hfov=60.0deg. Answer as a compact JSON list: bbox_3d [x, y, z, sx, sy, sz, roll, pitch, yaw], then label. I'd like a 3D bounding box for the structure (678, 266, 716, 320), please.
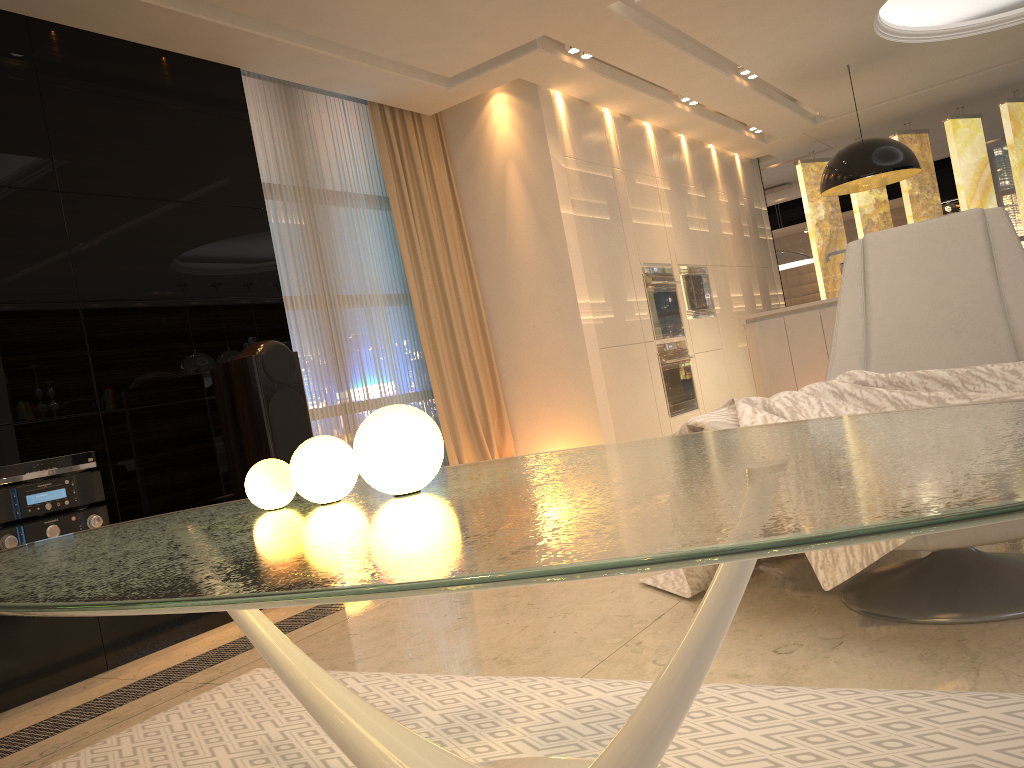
[{"bbox_3d":[1.405,-0.749,7.699,0.446,0.450,0.659,-11,0,34],"label":"structure"}]

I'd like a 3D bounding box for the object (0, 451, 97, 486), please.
[{"bbox_3d":[-1.793,0.329,3.172,0.371,0.070,0.441,-11,0,34],"label":"object"}]

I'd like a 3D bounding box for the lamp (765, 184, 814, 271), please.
[{"bbox_3d":[3.130,-1.936,11.553,1.578,0.995,0.939,-11,0,34],"label":"lamp"}]

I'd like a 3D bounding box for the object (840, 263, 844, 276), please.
[{"bbox_3d":[2.047,-0.640,5.397,0.071,0.219,0.071,-11,0,25],"label":"object"}]

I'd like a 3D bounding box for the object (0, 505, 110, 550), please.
[{"bbox_3d":[-1.729,0.552,3.154,0.419,0.130,0.446,-11,0,34],"label":"object"}]

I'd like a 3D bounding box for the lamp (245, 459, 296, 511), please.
[{"bbox_3d":[-0.429,0.179,1.581,0.090,0.091,0.090,-11,0,-6],"label":"lamp"}]

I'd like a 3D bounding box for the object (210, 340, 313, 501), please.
[{"bbox_3d":[-1.118,0.387,4.011,0.468,1.127,0.285,-11,0,34],"label":"object"}]

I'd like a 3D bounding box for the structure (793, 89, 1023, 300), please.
[{"bbox_3d":[4.100,-1.293,8.657,2.180,2.555,0.448,-11,0,34],"label":"structure"}]

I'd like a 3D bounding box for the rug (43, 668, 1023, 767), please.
[{"bbox_3d":[-0.069,0.744,1.315,2.900,0.020,1.661,-11,0,34],"label":"rug"}]

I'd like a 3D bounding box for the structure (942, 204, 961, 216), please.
[{"bbox_3d":[5.953,-2.085,11.963,0.669,0.669,0.048,-11,0,34],"label":"structure"}]

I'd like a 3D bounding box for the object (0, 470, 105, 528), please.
[{"bbox_3d":[-1.758,0.425,3.158,0.407,0.130,0.446,-11,0,34],"label":"object"}]

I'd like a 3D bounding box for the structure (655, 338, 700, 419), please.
[{"bbox_3d":[1.110,-0.018,7.083,0.595,0.597,0.609,-11,0,34],"label":"structure"}]

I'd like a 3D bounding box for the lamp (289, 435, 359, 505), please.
[{"bbox_3d":[-0.318,0.145,1.504,0.115,0.115,0.115,-10,0,-31],"label":"lamp"}]

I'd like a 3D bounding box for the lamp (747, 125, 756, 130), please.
[{"bbox_3d":[2.224,-2.417,8.211,0.107,0.127,0.107,-11,0,15],"label":"lamp"}]

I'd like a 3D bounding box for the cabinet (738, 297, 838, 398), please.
[{"bbox_3d":[2.842,-0.220,6.607,1.046,0.887,3.752,-11,0,34],"label":"cabinet"}]

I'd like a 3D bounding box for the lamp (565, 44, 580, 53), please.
[{"bbox_3d":[0.371,-2.084,5.400,0.107,0.127,0.107,-11,0,23],"label":"lamp"}]

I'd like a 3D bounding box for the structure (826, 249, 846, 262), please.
[{"bbox_3d":[2.100,-0.695,5.628,0.177,0.310,0.089,-11,0,34],"label":"structure"}]

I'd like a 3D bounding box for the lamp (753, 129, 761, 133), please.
[{"bbox_3d":[2.315,-2.433,8.347,0.107,0.127,0.107,-11,0,30],"label":"lamp"}]

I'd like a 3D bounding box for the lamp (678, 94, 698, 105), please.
[{"bbox_3d":[1.384,-2.266,6.936,0.107,0.127,0.270,-11,0,34],"label":"lamp"}]

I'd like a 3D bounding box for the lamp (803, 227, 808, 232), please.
[{"bbox_3d":[4.577,-2.427,13.800,0.107,0.127,0.107,-11,0,15],"label":"lamp"}]

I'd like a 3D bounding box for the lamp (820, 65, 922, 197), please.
[{"bbox_3d":[2.587,-1.937,6.607,0.710,0.898,0.710,-11,0,44],"label":"lamp"}]

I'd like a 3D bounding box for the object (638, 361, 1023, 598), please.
[{"bbox_3d":[0.969,0.257,2.455,0.972,0.580,1.347,-11,0,-19],"label":"object"}]

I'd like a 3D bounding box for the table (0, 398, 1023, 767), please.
[{"bbox_3d":[-0.109,0.451,1.294,2.140,0.565,0.999,-11,0,33],"label":"table"}]

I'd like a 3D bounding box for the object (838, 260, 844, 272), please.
[{"bbox_3d":[2.620,-0.796,6.638,0.288,0.330,0.288,-10,0,-39],"label":"object"}]

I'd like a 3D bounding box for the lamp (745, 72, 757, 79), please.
[{"bbox_3d":[1.786,-2.343,6.608,0.107,0.127,0.107,-11,0,15],"label":"lamp"}]

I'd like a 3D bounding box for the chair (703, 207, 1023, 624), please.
[{"bbox_3d":[1.130,0.025,2.386,1.027,0.991,0.983,-11,0,33],"label":"chair"}]

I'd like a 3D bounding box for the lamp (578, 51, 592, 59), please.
[{"bbox_3d":[0.460,-2.100,5.536,0.107,0.127,0.107,-11,0,23],"label":"lamp"}]

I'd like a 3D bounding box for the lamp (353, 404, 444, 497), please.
[{"bbox_3d":[-0.180,0.104,1.408,0.143,0.143,0.143,-11,0,18],"label":"lamp"}]

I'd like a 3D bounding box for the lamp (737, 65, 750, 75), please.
[{"bbox_3d":[1.696,-2.327,6.472,0.107,0.127,0.107,-11,0,15],"label":"lamp"}]

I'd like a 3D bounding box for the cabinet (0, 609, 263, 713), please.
[{"bbox_3d":[-2.023,0.896,2.652,0.416,0.444,2.842,-11,0,34],"label":"cabinet"}]

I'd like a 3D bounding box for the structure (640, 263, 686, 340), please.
[{"bbox_3d":[0.997,-0.617,7.086,0.595,0.597,0.609,-11,0,34],"label":"structure"}]
